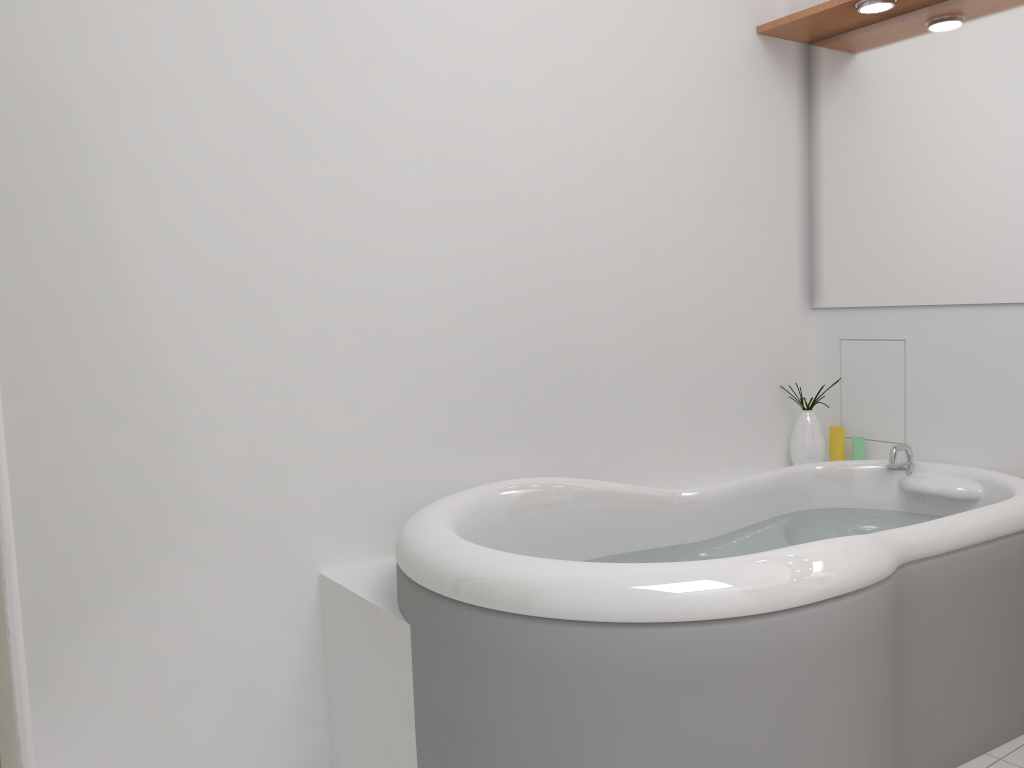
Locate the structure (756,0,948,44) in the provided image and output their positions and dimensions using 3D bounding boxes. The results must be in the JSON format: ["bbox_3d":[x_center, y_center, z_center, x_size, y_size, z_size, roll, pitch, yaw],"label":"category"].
[{"bbox_3d":[1.616,-1.189,1.859,0.287,0.240,2.606,-6,6,-34],"label":"structure"}]

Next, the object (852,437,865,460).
[{"bbox_3d":[1.145,0.241,2.932,0.038,0.133,0.038,-2,5,-1],"label":"object"}]

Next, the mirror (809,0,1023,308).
[{"bbox_3d":[1.749,-0.642,1.979,0.022,0.887,2.600,-6,6,-34],"label":"mirror"}]

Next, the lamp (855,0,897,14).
[{"bbox_3d":[1.057,-1.102,2.576,0.113,0.021,0.113,0,6,27],"label":"lamp"}]

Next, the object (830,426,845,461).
[{"bbox_3d":[1.099,0.224,2.997,0.047,0.162,0.047,-3,5,-8],"label":"object"}]

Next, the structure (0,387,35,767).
[{"bbox_3d":[-1.098,-0.067,1.032,0.933,2.234,0.932,-6,6,-34],"label":"structure"}]

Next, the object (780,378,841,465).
[{"bbox_3d":[0.996,0.147,2.946,0.215,0.326,0.154,-3,5,-3],"label":"object"}]

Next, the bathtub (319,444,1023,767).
[{"bbox_3d":[0.606,0.560,2.189,1.863,0.674,1.055,-6,6,-34],"label":"bathtub"}]
